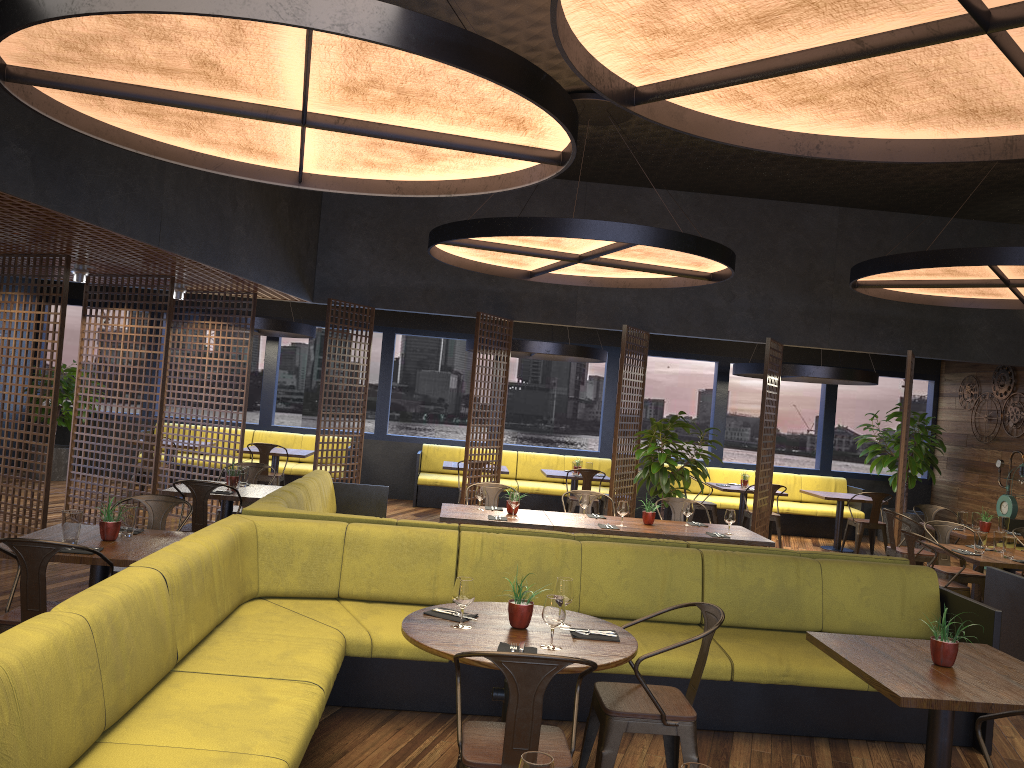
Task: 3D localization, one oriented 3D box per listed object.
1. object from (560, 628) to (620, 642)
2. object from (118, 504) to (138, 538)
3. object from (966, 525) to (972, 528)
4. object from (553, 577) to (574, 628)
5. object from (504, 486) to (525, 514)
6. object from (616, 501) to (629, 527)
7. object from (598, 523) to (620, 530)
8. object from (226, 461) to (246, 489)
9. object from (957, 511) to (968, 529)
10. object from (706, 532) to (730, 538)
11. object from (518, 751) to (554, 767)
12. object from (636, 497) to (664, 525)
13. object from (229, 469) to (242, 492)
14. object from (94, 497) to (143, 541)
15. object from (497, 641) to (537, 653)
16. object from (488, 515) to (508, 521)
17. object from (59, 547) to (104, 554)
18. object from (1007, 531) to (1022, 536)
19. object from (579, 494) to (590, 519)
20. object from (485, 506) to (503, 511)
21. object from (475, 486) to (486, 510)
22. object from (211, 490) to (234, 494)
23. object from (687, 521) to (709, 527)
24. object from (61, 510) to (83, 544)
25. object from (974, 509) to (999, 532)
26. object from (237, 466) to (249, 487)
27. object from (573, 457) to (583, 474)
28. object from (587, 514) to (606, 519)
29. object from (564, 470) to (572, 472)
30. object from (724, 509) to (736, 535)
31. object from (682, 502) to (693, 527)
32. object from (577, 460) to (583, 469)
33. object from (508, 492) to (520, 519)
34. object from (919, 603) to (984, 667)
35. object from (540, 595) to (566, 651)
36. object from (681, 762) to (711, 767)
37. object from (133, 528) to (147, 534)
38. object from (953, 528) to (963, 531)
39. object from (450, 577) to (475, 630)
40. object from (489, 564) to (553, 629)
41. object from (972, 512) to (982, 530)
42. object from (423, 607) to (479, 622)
[{"bbox_3d":[0.335,1.072,3.822,0.255,0.019,0.157,5,-1,-1],"label":"object"},{"bbox_3d":[-2.225,0.792,5.122,0.102,0.178,0.102,5,-1,-18],"label":"object"},{"bbox_3d":[4.905,1.542,9.643,0.255,0.019,0.157,5,-1,-4],"label":"object"},{"bbox_3d":[0.227,0.971,3.954,0.097,0.206,0.097,4,-1,35],"label":"object"},{"bbox_3d":[0.002,0.970,7.546,0.238,0.271,0.260,5,-1,18],"label":"object"},{"bbox_3d":[0.920,1.080,7.381,0.097,0.206,0.097,4,-1,43],"label":"object"},{"bbox_3d":[0.787,1.162,7.259,0.157,0.019,0.255,5,-1,-3],"label":"object"},{"bbox_3d":[-2.395,0.769,7.651,0.260,0.271,0.238,5,-1,-2],"label":"object"},{"bbox_3d":[4.773,1.447,9.400,0.102,0.178,0.102,5,-1,-18],"label":"object"},{"bbox_3d":[1.691,1.239,7.309,0.157,0.019,0.255,5,-1,-3],"label":"object"},{"bbox_3d":[0.047,0.926,1.953,0.097,0.206,0.097,5,-1,-11],"label":"object"},{"bbox_3d":[1.171,1.070,7.611,0.238,0.271,0.260,5,-1,18],"label":"object"},{"bbox_3d":[-2.350,0.817,7.505,0.102,0.178,0.102,5,-1,2],"label":"object"},{"bbox_3d":[-2.244,0.742,4.978,0.260,0.271,0.238,5,-1,-2],"label":"object"},{"bbox_3d":[0.020,1.041,3.467,0.157,0.019,0.255,5,-1,4],"label":"object"},{"bbox_3d":[-0.117,1.084,7.209,0.157,0.019,0.255,5,-1,-3],"label":"object"},{"bbox_3d":[-2.288,0.860,4.637,0.255,0.019,0.157,5,-1,-4],"label":"object"},{"bbox_3d":[5.271,1.568,9.299,0.157,0.019,0.255,5,-1,-4],"label":"object"},{"bbox_3d":[0.630,1.061,7.704,0.097,0.206,0.097,4,-1,43],"label":"object"},{"bbox_3d":[-0.156,1.090,7.773,0.157,0.019,0.255,5,-1,-3],"label":"object"},{"bbox_3d":[-0.274,0.984,7.654,0.097,0.206,0.097,4,-1,43],"label":"object"},{"bbox_3d":[-2.440,0.887,7.341,0.255,0.019,0.157,5,-1,-4],"label":"object"},{"bbox_3d":[1.652,1.244,7.873,0.157,0.019,0.255,5,-1,-3],"label":"object"},{"bbox_3d":[-2.375,0.774,4.778,0.102,0.178,0.102,5,-1,-18],"label":"object"},{"bbox_3d":[4.958,1.415,9.294,0.238,0.271,0.260,5,-1,18],"label":"object"},{"bbox_3d":[-2.377,0.819,7.825,0.102,0.178,0.102,5,-1,12],"label":"object"},{"bbox_3d":[0.920,1.118,12.333,0.238,0.271,0.260,5,-1,18],"label":"object"},{"bbox_3d":[0.748,1.167,7.823,0.157,0.019,0.255,5,-1,-3],"label":"object"},{"bbox_3d":[0.875,1.246,12.660,0.255,0.019,0.157,5,-1,-4],"label":"object"},{"bbox_3d":[1.824,1.158,7.431,0.097,0.206,0.097,4,-1,43],"label":"object"},{"bbox_3d":[1.534,1.138,7.754,0.097,0.206,0.097,4,-1,43],"label":"object"},{"bbox_3d":[0.942,1.169,12.506,0.102,0.178,0.102,5,-1,-18],"label":"object"},{"bbox_3d":[0.016,1.003,7.331,0.097,0.206,0.097,4,-1,43],"label":"object"},{"bbox_3d":[1.866,1.072,3.801,0.260,0.271,0.238,4,-1,32],"label":"object"},{"bbox_3d":[0.166,0.960,3.574,0.097,0.206,0.097,4,-1,22],"label":"object"},{"bbox_3d":[0.403,0.957,1.965,0.097,0.206,0.097,5,-1,-3],"label":"object"},{"bbox_3d":[-2.292,0.869,5.276,0.255,0.019,0.157,5,-1,-4],"label":"object"},{"bbox_3d":[4.611,1.513,9.339,0.157,0.019,0.255,5,-1,-4],"label":"object"},{"bbox_3d":[-0.209,0.932,3.776,0.097,0.206,0.097,4,-1,38],"label":"object"},{"bbox_3d":[0.032,0.917,3.840,0.238,0.271,0.260,5,-1,18],"label":"object"},{"bbox_3d":[4.972,1.465,9.488,0.102,0.178,0.102,4,-1,32],"label":"object"},{"bbox_3d":[-0.252,1.025,3.945,0.255,0.019,0.157,4,-1,29],"label":"object"}]
